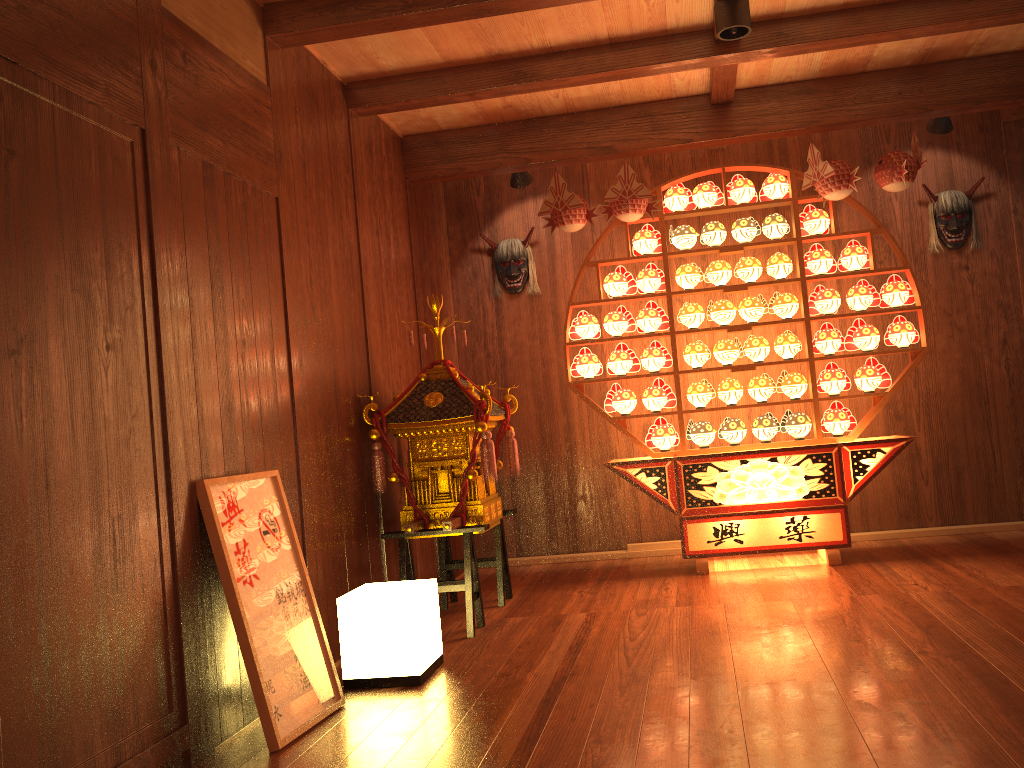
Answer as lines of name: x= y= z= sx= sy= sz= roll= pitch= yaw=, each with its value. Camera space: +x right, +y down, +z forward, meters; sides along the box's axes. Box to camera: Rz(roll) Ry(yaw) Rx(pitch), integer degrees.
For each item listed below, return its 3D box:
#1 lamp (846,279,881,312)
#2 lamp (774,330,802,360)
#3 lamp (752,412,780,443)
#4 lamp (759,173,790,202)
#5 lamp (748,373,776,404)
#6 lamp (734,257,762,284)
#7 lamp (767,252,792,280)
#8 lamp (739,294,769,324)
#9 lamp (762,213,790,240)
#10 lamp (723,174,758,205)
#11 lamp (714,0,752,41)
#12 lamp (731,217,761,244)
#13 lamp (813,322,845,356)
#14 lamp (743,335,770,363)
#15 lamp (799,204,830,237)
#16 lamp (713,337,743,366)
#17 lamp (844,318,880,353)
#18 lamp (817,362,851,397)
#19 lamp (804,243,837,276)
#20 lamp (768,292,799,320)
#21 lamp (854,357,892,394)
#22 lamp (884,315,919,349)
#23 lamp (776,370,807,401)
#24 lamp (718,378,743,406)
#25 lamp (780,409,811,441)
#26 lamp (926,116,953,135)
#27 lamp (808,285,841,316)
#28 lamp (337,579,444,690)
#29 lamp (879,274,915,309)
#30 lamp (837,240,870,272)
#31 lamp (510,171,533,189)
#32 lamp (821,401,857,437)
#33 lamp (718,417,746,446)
lamp: x=1.887 y=-0.482 z=4.810 sx=0.175 sy=0.191 sz=0.162 roll=-7 pitch=-3 yaw=39
lamp: x=1.507 y=-0.215 z=4.850 sx=0.136 sy=0.173 sz=0.161 roll=-6 pitch=-3 yaw=25
lamp: x=1.384 y=0.242 z=4.855 sx=0.134 sy=0.167 sz=0.162 roll=-7 pitch=-3 yaw=40
lamp: x=1.456 y=-1.102 z=4.884 sx=0.186 sy=0.188 sz=0.159 roll=-6 pitch=-3 yaw=14
lamp: x=1.364 y=0.024 z=4.865 sx=0.134 sy=0.167 sz=0.162 roll=-7 pitch=-3 yaw=40
lamp: x=1.317 y=-0.635 z=4.890 sx=0.141 sy=0.167 sz=0.155 roll=-5 pitch=-3 yaw=-10
lamp: x=1.473 y=-0.654 z=4.868 sx=0.137 sy=0.173 sz=0.159 roll=-6 pitch=-3 yaw=15
lamp: x=1.318 y=-0.414 z=4.894 sx=0.161 sy=0.167 sz=0.135 roll=-4 pitch=-3 yaw=-25
lamp: x=1.449 y=-0.872 z=4.879 sx=0.136 sy=0.173 sz=0.161 roll=-6 pitch=-3 yaw=25
lamp: x=1.280 y=-1.090 z=4.908 sx=0.201 sy=0.200 sz=0.157 roll=-5 pitch=-3 yaw=-1
lamp: x=0.888 y=-1.470 z=3.556 sx=0.144 sy=0.120 sz=0.135 roll=-3 pitch=-3 yaw=-35
lamp: x=1.283 y=-0.853 z=4.907 sx=0.162 sy=0.167 sz=0.134 roll=-3 pitch=-3 yaw=-40
lamp: x=1.722 y=-0.247 z=4.821 sx=0.185 sy=0.195 sz=0.160 roll=-6 pitch=-3 yaw=19
lamp: x=1.353 y=-0.197 z=4.870 sx=0.140 sy=0.167 sz=0.156 roll=-5 pitch=-3 yaw=-5
lamp: x=1.672 y=-0.908 z=4.849 sx=0.202 sy=0.200 sz=0.156 roll=-5 pitch=-3 yaw=-6
lamp: x=1.180 y=-0.176 z=4.901 sx=0.160 sy=0.161 sz=0.137 roll=-4 pitch=-3 yaw=-16
lamp: x=1.925 y=-0.269 z=4.795 sx=0.202 sy=0.200 sz=0.156 roll=-5 pitch=-3 yaw=-6
lamp: x=1.745 y=-0.027 z=4.811 sx=0.182 sy=0.193 sz=0.160 roll=-6 pitch=-3 yaw=19
lamp: x=1.685 y=-0.688 z=4.840 sx=0.198 sy=0.200 sz=0.159 roll=-6 pitch=-3 yaw=9
lamp: x=1.509 y=-0.436 z=4.860 sx=0.143 sy=0.173 sz=0.153 roll=-4 pitch=-3 yaw=-20
lamp: x=1.923 y=-0.048 z=4.789 sx=0.193 sy=0.200 sz=0.162 roll=-8 pitch=-4 yaw=44
lamp: x=2.103 y=-0.283 z=4.770 sx=0.179 sy=0.192 sz=0.160 roll=-6 pitch=-3 yaw=19
lamp: x=1.550 y=0.002 z=4.839 sx=0.143 sy=0.173 sz=0.153 roll=-4 pitch=-3 yaw=-25
lamp: x=1.207 y=0.042 z=4.882 sx=0.138 sy=0.161 sz=0.158 roll=-6 pitch=-3 yaw=10
lamp: x=1.570 y=0.220 z=4.832 sx=0.143 sy=0.173 sz=0.153 roll=-4 pitch=-3 yaw=-25
lamp: x=2.339 y=-1.450 z=4.850 sx=0.132 sy=0.177 sz=0.180 roll=-7 pitch=-3 yaw=29
lamp: x=1.728 y=-0.464 z=4.829 sx=0.192 sy=0.187 sz=0.155 roll=-5 pitch=-3 yaw=-11
lamp: x=-0.435 y=0.898 z=3.203 sx=0.277 sy=0.315 sz=0.283 roll=-6 pitch=-3 yaw=10
lamp: x=2.072 y=-0.505 z=4.782 sx=0.195 sy=0.200 sz=0.161 roll=-6 pitch=-3 yaw=24
lamp: x=1.860 y=-0.703 z=4.817 sx=0.184 sy=0.195 sz=0.161 roll=-6 pitch=-3 yaw=24
lamp: x=0.055 y=-1.226 z=5.154 sx=0.136 sy=0.176 sz=0.174 roll=-5 pitch=-3 yaw=-4
lamp: x=1.763 y=0.189 z=4.806 sx=0.190 sy=0.197 sz=0.161 roll=-6 pitch=-3 yaw=24
lamp: x=1.226 y=0.260 z=4.874 sx=0.141 sy=0.161 sz=0.155 roll=-5 pitch=-3 yaw=-10
